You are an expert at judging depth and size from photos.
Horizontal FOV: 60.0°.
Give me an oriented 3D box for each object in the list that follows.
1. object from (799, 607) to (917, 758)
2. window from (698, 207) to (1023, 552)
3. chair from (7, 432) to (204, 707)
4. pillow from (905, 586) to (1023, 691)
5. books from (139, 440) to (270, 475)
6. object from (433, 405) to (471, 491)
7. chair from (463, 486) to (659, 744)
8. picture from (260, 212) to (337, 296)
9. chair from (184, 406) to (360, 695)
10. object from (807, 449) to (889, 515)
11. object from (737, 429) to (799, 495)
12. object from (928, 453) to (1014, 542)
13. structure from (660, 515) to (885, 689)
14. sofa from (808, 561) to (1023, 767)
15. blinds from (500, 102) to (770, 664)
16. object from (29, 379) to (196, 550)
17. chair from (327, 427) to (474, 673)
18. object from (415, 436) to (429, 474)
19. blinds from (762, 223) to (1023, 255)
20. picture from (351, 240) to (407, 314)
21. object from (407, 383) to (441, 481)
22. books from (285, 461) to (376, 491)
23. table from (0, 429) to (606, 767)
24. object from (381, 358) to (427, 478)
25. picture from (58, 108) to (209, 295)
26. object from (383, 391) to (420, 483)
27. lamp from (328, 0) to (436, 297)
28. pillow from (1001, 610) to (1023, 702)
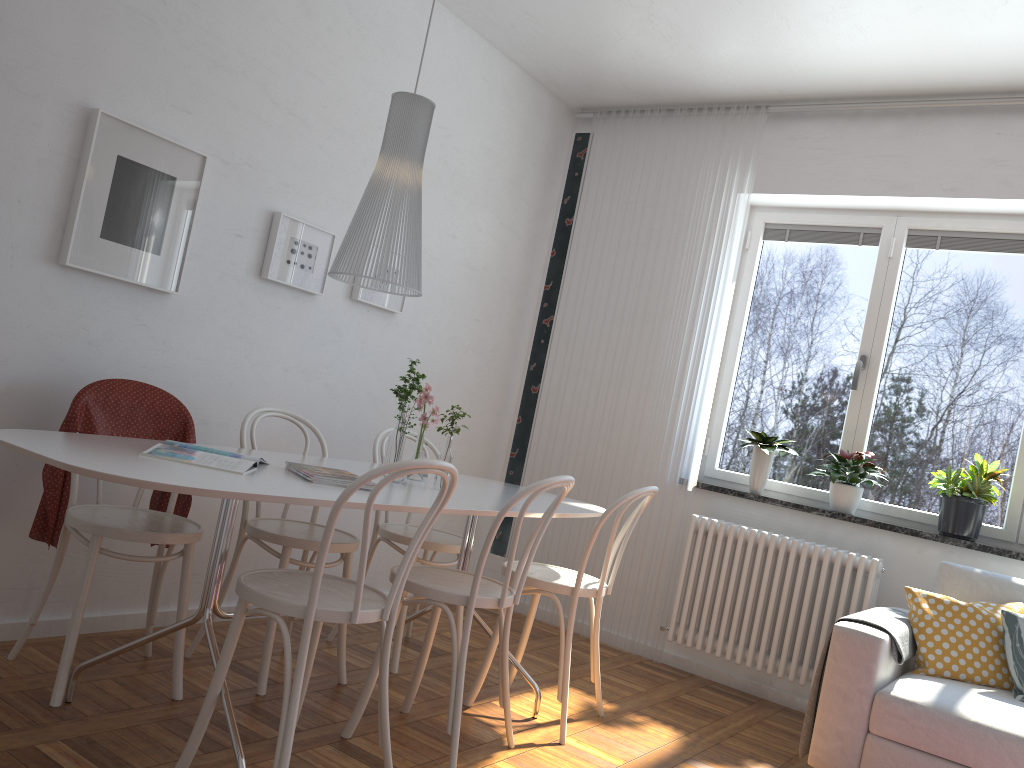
[{"bbox_3d":[1.320,1.115,3.287,0.287,0.533,0.609,10,-2,34],"label":"object"},{"bbox_3d":[2.365,-0.009,3.921,3.016,1.510,0.151,10,-2,34],"label":"window"},{"bbox_3d":[-1.208,0.470,2.817,0.519,0.917,0.448,10,-2,45],"label":"chair"},{"bbox_3d":[1.700,0.938,3.277,0.464,0.317,0.313,11,-2,2],"label":"pillow"},{"bbox_3d":[-0.845,0.198,2.489,0.266,0.029,0.405,12,-2,-6],"label":"books"},{"bbox_3d":[-0.211,0.213,2.991,0.098,0.294,0.146,12,-2,-22],"label":"object"},{"bbox_3d":[1.709,0.847,2.769,3.690,1.342,0.448,11,-2,20],"label":"chair"},{"bbox_3d":[-0.882,-0.535,3.688,0.047,0.273,0.312,11,-2,34],"label":"picture"},{"bbox_3d":[-0.793,0.571,3.223,0.519,0.917,0.448,10,-2,35],"label":"chair"},{"bbox_3d":[1.602,0.461,4.219,0.380,0.308,0.371,11,-2,9],"label":"object"},{"bbox_3d":[1.250,0.393,4.399,0.292,0.315,0.354,11,-2,26],"label":"object"},{"bbox_3d":[1.987,0.489,3.924,0.300,0.384,0.333,13,-2,-40],"label":"object"},{"bbox_3d":[1.217,1.013,4.134,0.971,0.623,0.224,10,-2,34],"label":"structure"},{"bbox_3d":[2.311,1.226,2.720,2.458,0.842,1.006,10,-2,34],"label":"sofa"},{"bbox_3d":[0.610,-0.087,4.766,1.036,2.885,0.056,11,-2,34],"label":"blinds"},{"bbox_3d":[-1.304,0.277,2.962,0.492,0.579,0.200,13,-2,-41],"label":"object"},{"bbox_3d":[-0.398,0.673,3.743,0.519,0.917,0.448,10,-2,40],"label":"chair"},{"bbox_3d":[-0.348,0.273,3.346,0.087,0.151,0.112,13,-2,-33],"label":"object"},{"bbox_3d":[2.509,-0.612,3.964,2.840,0.098,0.015,10,-2,34],"label":"blinds"},{"bbox_3d":[-0.595,-0.490,4.110,0.047,0.273,0.312,11,-2,34],"label":"picture"},{"bbox_3d":[-0.323,0.171,3.193,0.111,0.348,0.108,11,-1,4],"label":"object"},{"bbox_3d":[-0.533,0.270,2.597,0.204,0.022,0.278,13,-3,-29],"label":"books"},{"bbox_3d":[-0.525,0.688,2.899,0.930,0.769,2.293,10,-3,34],"label":"table"},{"bbox_3d":[-0.371,0.118,3.022,0.107,0.419,0.111,11,-2,23],"label":"object"},{"bbox_3d":[-1.297,-0.614,3.072,0.050,0.524,0.432,11,-2,34],"label":"picture"},{"bbox_3d":[-0.362,0.173,2.935,0.084,0.308,0.084,12,-1,-11],"label":"object"},{"bbox_3d":[-0.271,-1.034,2.740,0.293,1.496,0.293,12,-1,-11],"label":"lamp"},{"bbox_3d":[1.963,0.981,3.075,0.469,0.288,0.310,11,-2,5],"label":"pillow"}]
